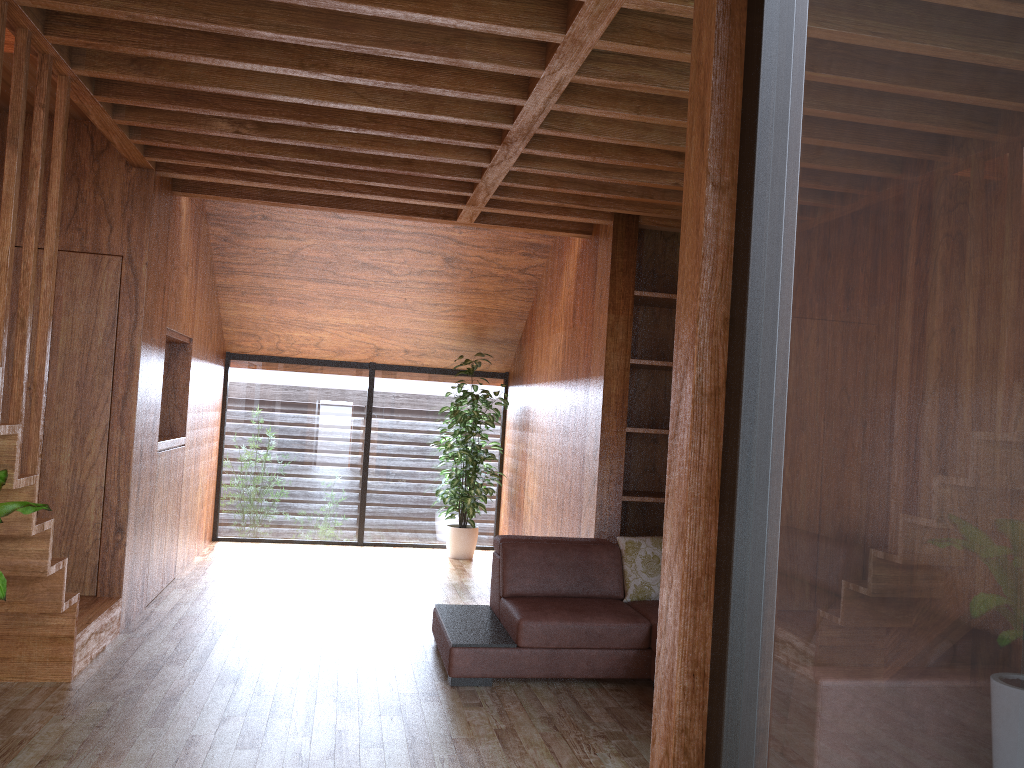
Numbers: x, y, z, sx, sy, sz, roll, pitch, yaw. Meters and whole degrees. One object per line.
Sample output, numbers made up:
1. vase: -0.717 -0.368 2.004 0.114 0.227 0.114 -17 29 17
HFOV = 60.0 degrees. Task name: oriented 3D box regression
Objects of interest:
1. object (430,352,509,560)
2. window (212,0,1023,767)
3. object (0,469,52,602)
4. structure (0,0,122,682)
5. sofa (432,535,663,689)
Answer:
1. object: -0.349 0.577 7.258 0.638 1.689 0.678 4 -2 -3
2. window: 0.116 -0.933 0.820 4.117 5.131 13.923 4 -2 -11
3. object: -1.672 0.655 2.411 0.678 1.031 0.629 4 -2 -21
4. structure: -2.049 0.021 3.173 0.832 2.298 2.440 4 -2 -10
5. sofa: 0.658 0.978 3.558 1.705 0.760 2.497 4 -2 -11
